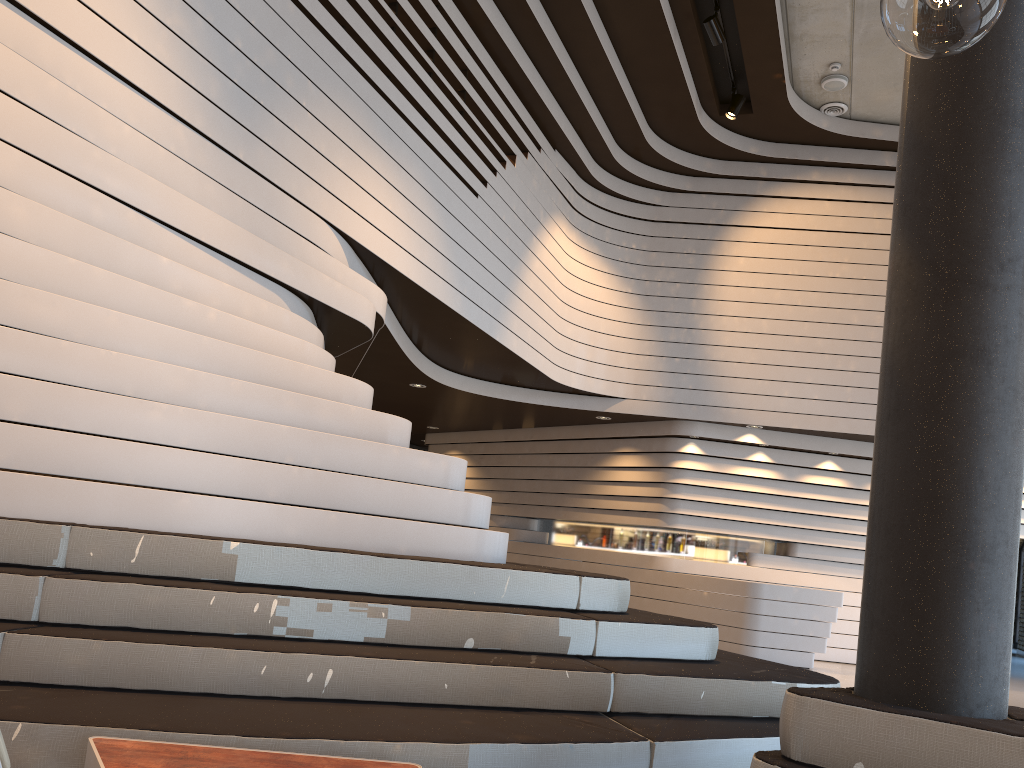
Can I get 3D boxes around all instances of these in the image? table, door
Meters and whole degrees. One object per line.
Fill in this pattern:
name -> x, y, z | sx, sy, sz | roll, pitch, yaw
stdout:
table -> -0.698, 1.169, 2.244 | 0.905, 0.367, 0.418 | 7, -8, -6
door -> -1.694, 2.194, 14.792 | 1.775, 2.676, 0.080 | 3, -5, 26

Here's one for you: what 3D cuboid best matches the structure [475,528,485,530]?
structure -> -0.696, 2.268, 13.776 | 0.018, 0.465, 0.806 | 10, -9, -43

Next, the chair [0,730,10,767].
chair -> -0.814, 0.804, 1.410 | 0.659, 0.759, 0.716 | 1, -9, 37

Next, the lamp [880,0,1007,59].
lamp -> 1.345, -1.700, 6.918 | 9.045, 4.566, 42.391 | 3, -11, 21

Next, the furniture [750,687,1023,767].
furniture -> 1.177, 1.179, 2.109 | 1.778, 0.715, 1.286 | 13, -11, -33

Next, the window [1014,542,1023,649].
window -> 10.955, 4.401, 18.606 | 0.130, 2.511, 2.379 | 5, -7, 21
